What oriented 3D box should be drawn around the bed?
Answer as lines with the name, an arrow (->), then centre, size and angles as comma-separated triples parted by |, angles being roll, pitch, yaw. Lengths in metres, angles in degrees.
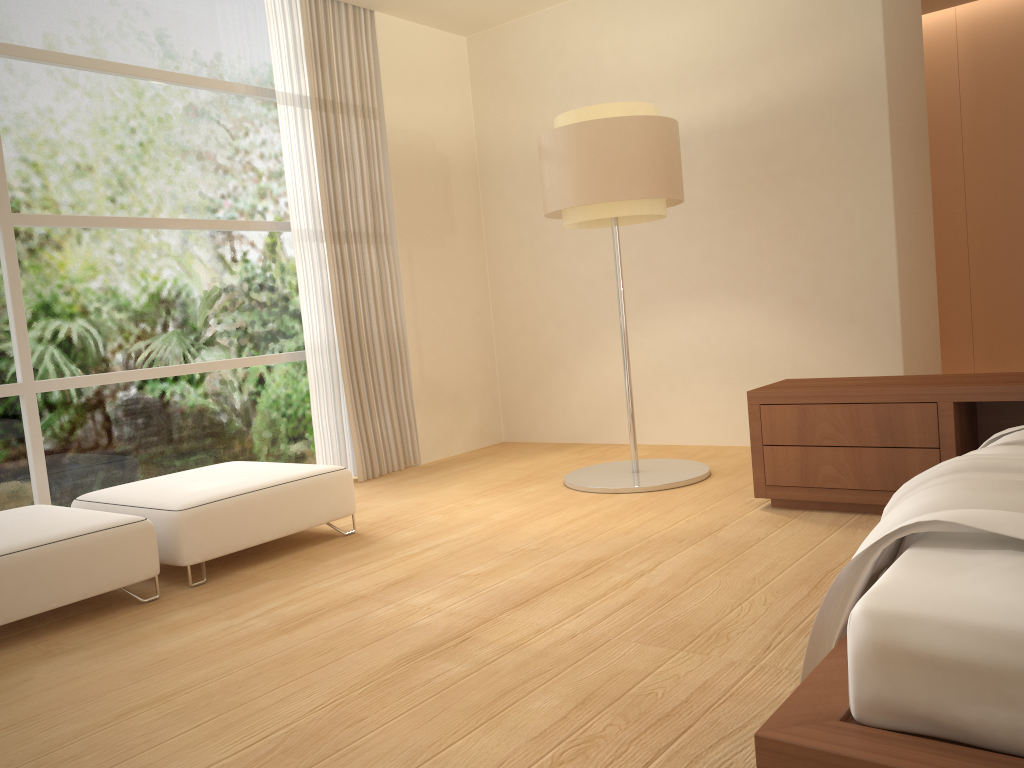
bed -> 2.070, 0.370, 1.762 | 2.599, 0.570, 2.535 | -2, 6, 38

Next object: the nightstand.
nightstand -> 2.892, 0.217, 2.908 | 4.220, 0.539, 0.493 | -2, 6, 38

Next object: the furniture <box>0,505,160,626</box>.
furniture -> -2.035, 0.739, 3.406 | 0.964, 0.346, 0.965 | -2, 6, 38

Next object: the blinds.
blinds -> -1.083, -1.051, 5.771 | 0.202, 3.351, 0.814 | -2, 6, 37

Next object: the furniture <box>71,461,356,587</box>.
furniture -> -1.404, 0.615, 4.218 | 0.964, 0.346, 0.965 | -2, 6, 38

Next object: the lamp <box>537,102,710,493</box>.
lamp -> 0.610, -0.472, 4.936 | 0.817, 2.018, 0.817 | -6, 5, -9

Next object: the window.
window -> -2.532, -0.816, 4.408 | 0.071, 3.371, 4.781 | -2, 6, 38
